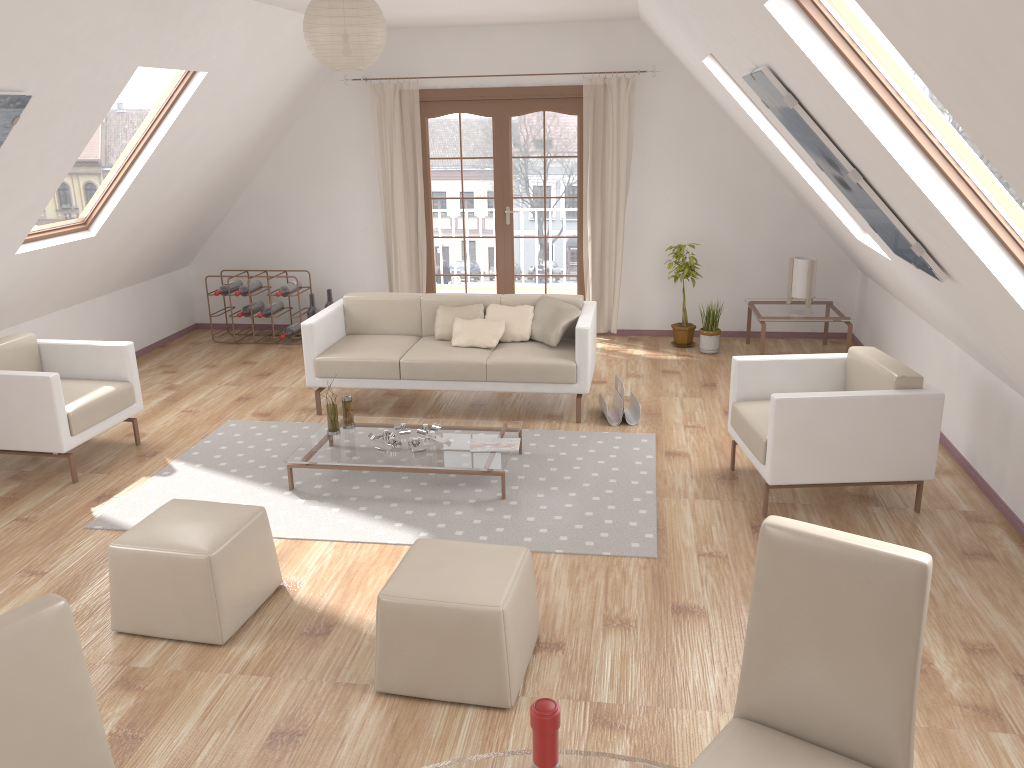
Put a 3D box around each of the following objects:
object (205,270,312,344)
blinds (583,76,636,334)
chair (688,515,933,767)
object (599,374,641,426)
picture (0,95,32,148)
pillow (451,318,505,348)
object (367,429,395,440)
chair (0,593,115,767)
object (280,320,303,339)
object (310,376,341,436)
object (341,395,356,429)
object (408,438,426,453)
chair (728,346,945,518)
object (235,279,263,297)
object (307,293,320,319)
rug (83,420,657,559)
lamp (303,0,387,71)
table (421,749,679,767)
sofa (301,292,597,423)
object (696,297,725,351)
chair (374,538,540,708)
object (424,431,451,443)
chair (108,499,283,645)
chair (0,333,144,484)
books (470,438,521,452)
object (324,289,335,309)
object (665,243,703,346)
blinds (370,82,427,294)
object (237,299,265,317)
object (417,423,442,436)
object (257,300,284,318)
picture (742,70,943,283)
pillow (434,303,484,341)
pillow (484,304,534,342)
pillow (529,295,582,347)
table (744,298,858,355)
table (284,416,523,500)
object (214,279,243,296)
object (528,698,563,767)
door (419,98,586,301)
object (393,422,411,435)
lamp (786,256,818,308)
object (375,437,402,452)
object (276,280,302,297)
[{"bbox_3d":[-2.241,-0.693,7.929,0.854,0.608,0.417,1,17,8],"label":"object"},{"bbox_3d":[0.808,-1.465,7.458,0.424,2.129,0.123,0,17,4],"label":"blinds"},{"bbox_3d":[0.593,0.889,1.929,0.477,0.999,0.618,11,21,34],"label":"chair"},{"bbox_3d":[0.696,0.091,5.751,0.212,0.267,0.315,-2,17,-4],"label":"object"},{"bbox_3d":[-2.623,-0.912,4.003,0.683,0.738,0.650,1,17,8],"label":"picture"},{"bbox_3d":[-0.237,-0.340,5.974,0.363,0.170,0.227,3,18,13],"label":"pillow"},{"bbox_3d":[-0.730,0.282,4.954,0.143,0.052,0.064,1,17,8],"label":"object"},{"bbox_3d":[-0.786,0.995,1.683,0.618,0.999,0.477,10,20,32],"label":"chair"},{"bbox_3d":[-1.968,-0.468,7.911,0.109,0.109,0.435,1,17,8],"label":"object"},{"bbox_3d":[-1.028,0.111,5.002,0.184,0.359,0.123,-15,22,-37],"label":"object"},{"bbox_3d":[-0.949,0.162,5.125,0.075,0.185,0.075,13,22,38],"label":"object"},{"bbox_3d":[-0.512,0.329,4.787,0.064,0.051,0.143,-8,18,-20],"label":"object"},{"bbox_3d":[1.594,0.218,4.533,0.820,0.706,0.748,-2,17,-1],"label":"chair"},{"bbox_3d":[-2.347,-0.837,7.858,0.109,0.109,0.435,1,17,8],"label":"object"},{"bbox_3d":[-1.746,-0.580,7.828,0.115,0.443,0.120,0,17,3],"label":"object"},{"bbox_3d":[-0.615,0.509,4.930,2.800,0.007,1.600,1,17,8],"label":"rug"},{"bbox_3d":[-0.688,-1.543,3.619,0.340,0.497,0.340,-16,22,-40],"label":"lamp"},{"bbox_3d":[0.063,1.236,1.221,1.198,0.770,1.198,8,19,28],"label":"table"},{"bbox_3d":[-0.386,-0.217,6.085,1.880,0.706,0.820,1,17,8],"label":"sofa"},{"bbox_3d":[1.620,-0.491,7.209,0.234,0.480,0.209,-9,19,-24],"label":"object"},{"bbox_3d":[-0.189,0.828,3.197,0.506,0.394,0.506,3,18,12],"label":"chair"},{"bbox_3d":[-0.412,0.289,4.906,0.143,0.052,0.064,1,17,8],"label":"object"},{"bbox_3d":[-1.281,0.730,3.593,0.506,0.394,0.506,3,18,13],"label":"chair"},{"bbox_3d":[-2.742,0.109,5.191,0.820,0.706,0.748,2,17,11],"label":"chair"},{"bbox_3d":[-0.093,0.331,4.828,0.280,0.005,0.192,-1,17,1],"label":"books"},{"bbox_3d":[-1.632,-0.639,8.013,0.115,0.443,0.120,0,17,3],"label":"object"},{"bbox_3d":[1.424,-0.747,7.423,0.311,0.846,0.307,-1,17,1],"label":"object"},{"bbox_3d":[-0.965,-1.517,7.760,0.423,2.130,0.120,1,17,6],"label":"blinds"},{"bbox_3d":[-2.342,-0.659,7.910,0.109,0.109,0.435,1,17,8],"label":"object"},{"bbox_3d":[-0.471,0.247,5.050,0.064,0.052,0.143,12,22,37],"label":"object"},{"bbox_3d":[-2.158,-0.651,7.884,0.109,0.109,0.435,1,17,8],"label":"object"},{"bbox_3d":[1.248,-0.818,3.426,0.683,0.738,0.650,1,17,8],"label":"picture"},{"bbox_3d":[-0.366,-0.429,6.126,0.351,0.235,0.185,2,17,12],"label":"pillow"},{"bbox_3d":[-0.029,-0.419,6.071,0.351,0.225,0.196,3,18,13],"label":"pillow"},{"bbox_3d":[0.274,-0.431,5.973,0.269,0.276,0.424,-11,20,-30],"label":"pillow"},{"bbox_3d":[2.262,-0.409,7.061,0.730,0.390,0.773,1,17,7],"label":"table"},{"bbox_3d":[-0.569,0.403,4.960,1.173,0.190,0.730,1,17,8],"label":"table"},{"bbox_3d":[-2.529,-0.843,7.879,0.110,0.110,0.439,1,17,8],"label":"object"},{"bbox_3d":[0.047,0.615,1.188,0.109,0.435,0.109,0,17,5],"label":"object"},{"bbox_3d":[-0.073,-1.433,7.744,1.546,2.001,0.098,1,17,8],"label":"door"},{"bbox_3d":[-0.630,0.243,5.073,0.064,0.052,0.143,-8,18,-20],"label":"object"},{"bbox_3d":[2.327,-0.822,7.094,0.221,0.375,0.180,14,23,40],"label":"lamp"},{"bbox_3d":[-0.671,0.325,4.811,0.064,0.052,0.143,12,22,37],"label":"object"},{"bbox_3d":[-1.977,-0.828,7.802,0.109,0.109,0.435,1,17,8],"label":"object"}]
